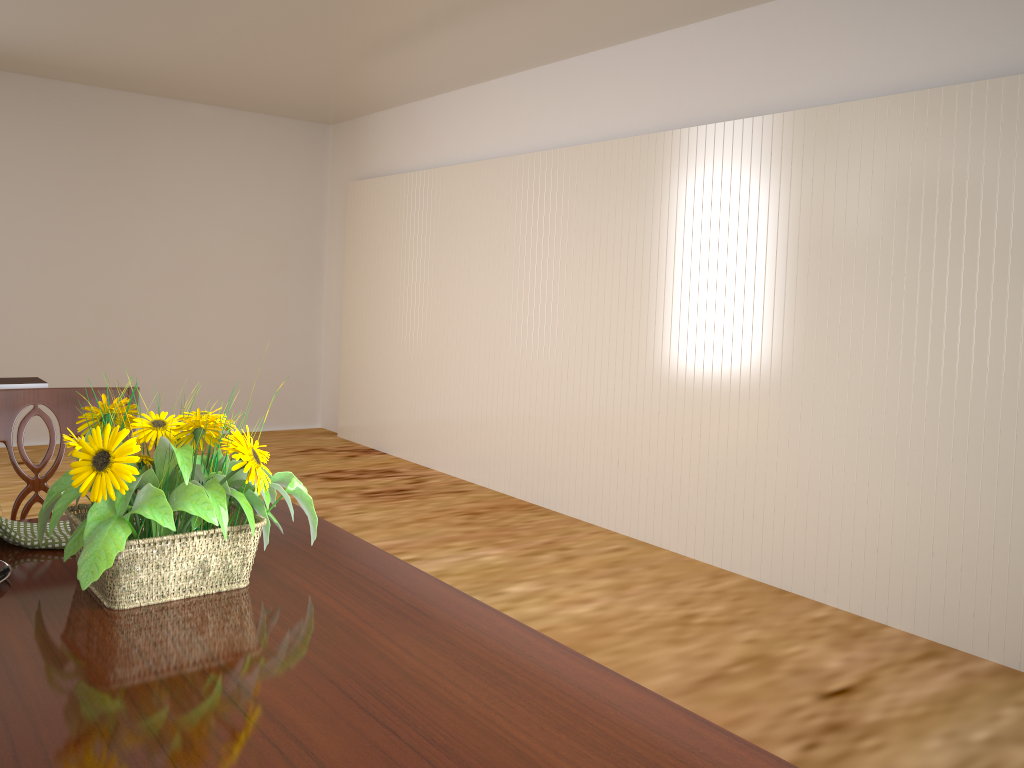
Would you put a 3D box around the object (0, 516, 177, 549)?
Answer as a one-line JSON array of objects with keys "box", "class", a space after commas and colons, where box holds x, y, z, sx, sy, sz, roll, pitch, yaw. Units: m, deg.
[{"box": [-0.718, 0.201, 1.269, 0.527, 0.056, 0.167, 0, 6, -24], "class": "object"}]

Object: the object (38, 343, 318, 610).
[{"box": [-0.426, 0.119, 1.137, 0.300, 0.336, 0.318, 6, 5, 44], "class": "object"}]

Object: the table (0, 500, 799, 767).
[{"box": [-0.237, 0.580, 0.756, 0.734, 0.556, 1.685, -1, 6, -37], "class": "table"}]

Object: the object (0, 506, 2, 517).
[{"box": [-0.764, 0.203, 1.264, 0.046, 0.046, 0.147, 1, 6, -24], "class": "object"}]

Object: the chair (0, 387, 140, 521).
[{"box": [-0.730, 0.403, 1.403, 0.404, 0.744, 0.461, 1, 3, -37], "class": "chair"}]
